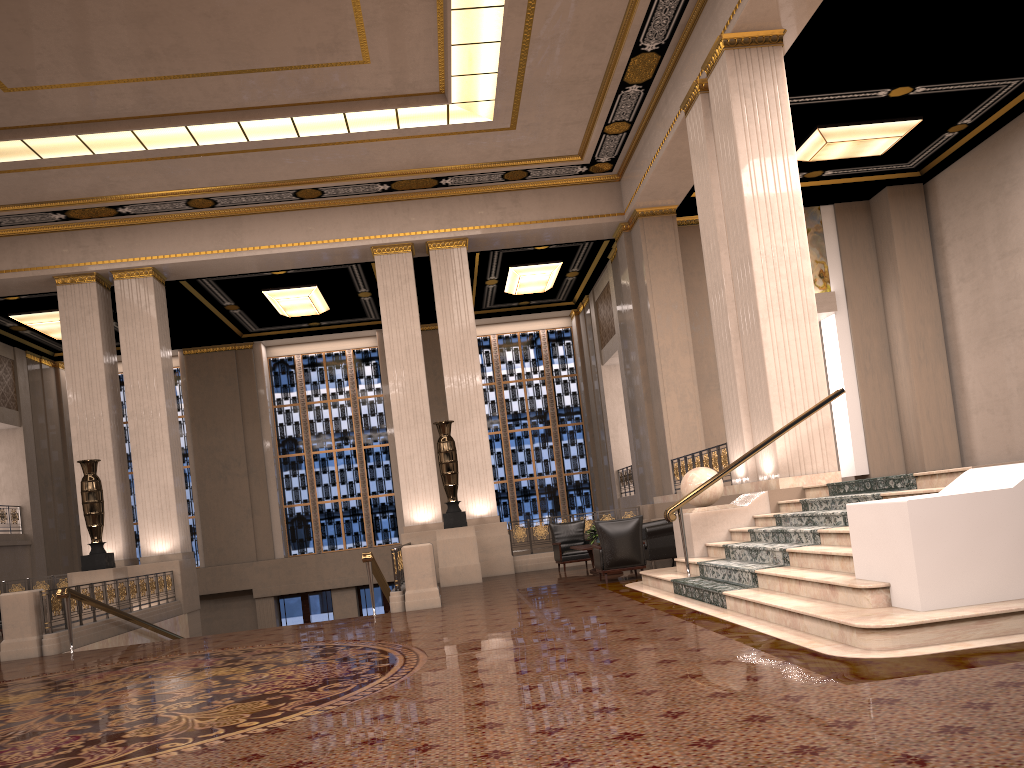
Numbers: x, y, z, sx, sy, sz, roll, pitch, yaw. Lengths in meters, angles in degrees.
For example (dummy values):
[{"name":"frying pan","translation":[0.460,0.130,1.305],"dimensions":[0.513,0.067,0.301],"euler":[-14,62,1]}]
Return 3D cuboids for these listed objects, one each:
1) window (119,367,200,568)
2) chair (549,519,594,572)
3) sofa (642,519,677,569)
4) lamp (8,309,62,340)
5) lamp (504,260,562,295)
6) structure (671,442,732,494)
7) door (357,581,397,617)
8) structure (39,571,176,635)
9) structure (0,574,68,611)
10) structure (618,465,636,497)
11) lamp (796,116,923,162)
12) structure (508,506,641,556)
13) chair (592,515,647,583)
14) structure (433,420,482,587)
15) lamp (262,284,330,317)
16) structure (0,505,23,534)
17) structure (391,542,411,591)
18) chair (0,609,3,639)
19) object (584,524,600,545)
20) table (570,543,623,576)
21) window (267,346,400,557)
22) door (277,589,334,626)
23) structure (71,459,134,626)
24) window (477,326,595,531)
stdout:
[{"name":"window","translation":[-9.810,2.324,23.197],"dimensions":[2.984,5.333,0.070],"euler":[-6,-2,-4]},{"name":"chair","translation":[1.057,2.800,15.307],"dimensions":[0.646,0.839,0.724],"euler":[-6,-5,-10]},{"name":"sofa","translation":[2.321,2.471,13.710],"dimensions":[0.874,0.701,1.943],"euler":[-6,-8,-5]},{"name":"lamp","translation":[-10.047,-1.277,19.525],"dimensions":[1.166,0.213,2.039],"euler":[-6,-9,-5]},{"name":"lamp","translation":[0.467,-2.394,20.288],"dimensions":[1.166,0.213,2.039],"euler":[-6,-9,-5]},{"name":"structure","translation":[3.002,1.361,13.877],"dimensions":[0.032,0.619,3.735],"euler":[-7,-9,-5]},{"name":"door","translation":[-3.166,6.501,22.970],"dimensions":[1.490,2.711,0.156],"euler":[-6,-2,-4]},{"name":"structure","translation":[-5.842,3.182,13.195],"dimensions":[0.079,0.532,4.990],"euler":[-7,-9,-4]},{"name":"structure","translation":[-9.141,3.873,15.856],"dimensions":[2.532,0.652,0.032],"euler":[-6,-2,-4]},{"name":"structure","translation":[2.690,2.241,20.330],"dimensions":[0.031,0.662,2.179],"euler":[-7,-8,-5]},{"name":"lamp","translation":[5.560,-3.917,14.327],"dimensions":[1.714,0.213,1.181],"euler":[-6,-9,-4]},{"name":"structure","translation":[1.207,2.773,16.607],"dimensions":[2.532,0.652,0.032],"euler":[-6,-2,-4]},{"name":"chair","translation":[1.438,2.225,11.890],"dimensions":[0.647,0.839,0.724],"euler":[-6,-5,-5]},{"name":"structure","translation":[-1.025,2.030,15.086],"dimensions":[0.699,2.775,0.704],"euler":[-7,-3,-5]},{"name":"lamp","translation":[-4.835,-1.831,19.903],"dimensions":[1.166,0.213,2.039],"euler":[-6,-9,-5]},{"name":"structure","translation":[-11.308,2.985,19.350],"dimensions":[0.031,0.662,2.179],"euler":[-7,-8,-5]},{"name":"structure","translation":[-1.648,2.737,13.499],"dimensions":[0.079,0.532,4.991],"euler":[-7,-9,-5]},{"name":"chair","translation":[-8.786,3.845,14.589],"dimensions":[0.645,0.839,0.725],"euler":[-3,-6,-39]},{"name":"object","translation":[1.365,2.296,13.637],"dimensions":[0.506,0.374,0.525],"euler":[-10,-7,28]},{"name":"table","translation":[1.426,2.699,13.636],"dimensions":[0.838,0.432,1.491],"euler":[-6,-8,-5]},{"name":"window","translation":[-4.753,1.786,23.564],"dimensions":[2.984,5.333,0.070],"euler":[-6,-2,-4]},{"name":"door","translation":[-5.235,6.721,22.820],"dimensions":[1.490,2.711,0.156],"euler":[-6,-2,-4]},{"name":"structure","translation":[-6.901,2.654,14.660],"dimensions":[0.699,2.775,0.704],"euler":[-7,-3,-5]},{"name":"window","translation":[0.478,1.230,23.943],"dimensions":[2.984,5.333,0.070],"euler":[-6,-2,-4]}]
